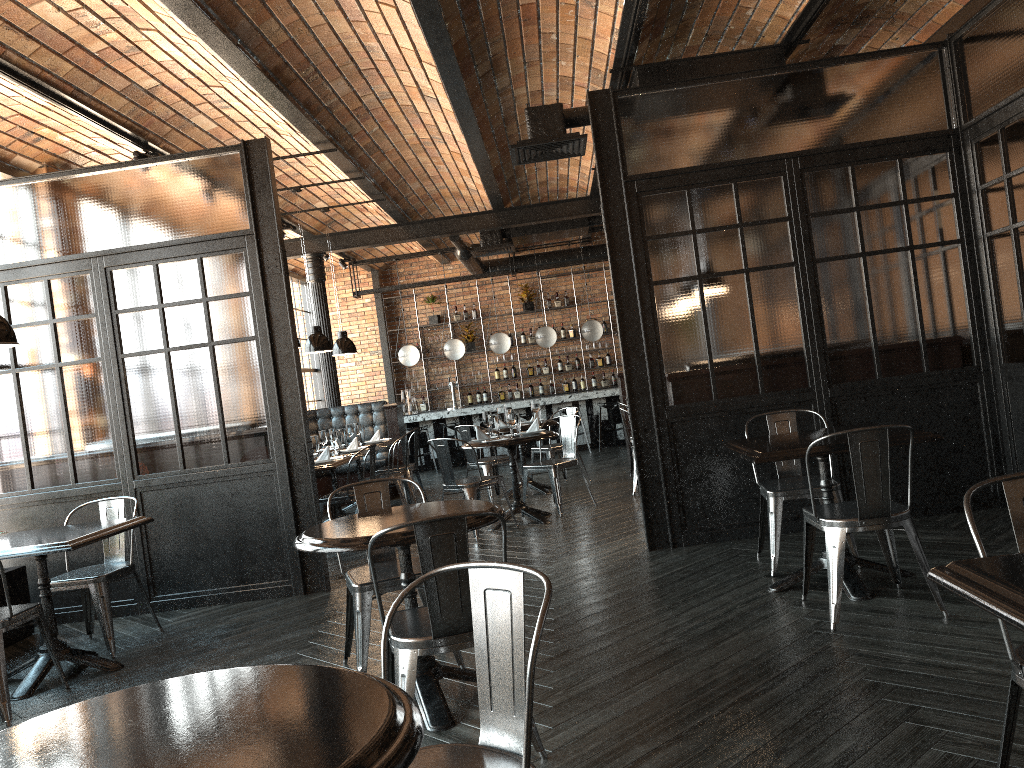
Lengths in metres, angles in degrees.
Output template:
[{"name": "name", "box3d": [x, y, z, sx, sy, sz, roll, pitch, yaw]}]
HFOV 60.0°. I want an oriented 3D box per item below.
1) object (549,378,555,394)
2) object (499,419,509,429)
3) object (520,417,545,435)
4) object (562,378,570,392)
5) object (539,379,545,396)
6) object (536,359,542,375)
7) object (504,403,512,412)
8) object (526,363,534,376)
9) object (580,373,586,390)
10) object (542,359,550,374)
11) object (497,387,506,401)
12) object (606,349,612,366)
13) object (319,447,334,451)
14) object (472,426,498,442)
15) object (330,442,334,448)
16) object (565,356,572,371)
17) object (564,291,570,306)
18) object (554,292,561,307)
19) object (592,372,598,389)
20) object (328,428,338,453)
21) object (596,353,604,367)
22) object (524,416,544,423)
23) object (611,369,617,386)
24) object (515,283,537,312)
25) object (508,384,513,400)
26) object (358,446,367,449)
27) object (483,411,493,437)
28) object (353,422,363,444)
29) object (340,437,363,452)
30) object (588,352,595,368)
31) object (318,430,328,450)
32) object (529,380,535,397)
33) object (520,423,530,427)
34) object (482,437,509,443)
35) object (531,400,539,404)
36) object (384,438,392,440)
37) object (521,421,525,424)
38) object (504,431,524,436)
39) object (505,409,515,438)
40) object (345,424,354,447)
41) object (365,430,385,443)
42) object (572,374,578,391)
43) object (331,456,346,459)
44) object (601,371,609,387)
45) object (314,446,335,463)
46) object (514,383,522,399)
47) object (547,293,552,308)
[{"name": "object", "box3d": [0.703, 0.039, 15.790, 0.083, 0.282, 0.083, -8, 0, -12]}, {"name": "object", "box3d": [-0.107, 0.403, 9.448, 0.232, 0.139, 0.232, -8, 0, -43]}, {"name": "object", "box3d": [0.176, 0.374, 7.876, 0.232, 0.139, 0.232, -8, 0, -42]}, {"name": "object", "box3d": [0.963, 0.022, 15.776, 0.151, 0.248, 0.094, -8, 0, 12]}, {"name": "object", "box3d": [0.521, 0.055, 15.807, 0.086, 0.298, 0.086, -8, 0, -38]}, {"name": "object", "box3d": [0.471, -0.297, 15.798, 0.083, 0.282, 0.083, -8, 0, 3]}, {"name": "object", "box3d": [-0.033, 0.333, 9.734, 0.092, 0.244, 0.092, -8, 0, 2]}, {"name": "object", "box3d": [0.321, -0.258, 15.806, 0.151, 0.248, 0.094, -8, 0, -8]}, {"name": "object", "box3d": [1.257, -0.042, 15.760, 0.080, 0.299, 0.080, -8, 0, 5]}, {"name": "object", "box3d": [0.608, -0.312, 15.777, 0.123, 0.279, 0.123, -8, 0, 17]}, {"name": "object", "box3d": [-0.186, 0.176, 15.837, 0.151, 0.248, 0.094, -8, 0, -8]}, {"name": "object", "box3d": [1.711, -0.469, 15.745, 0.086, 0.298, 0.086, -8, 0, -38]}, {"name": "object", "box3d": [-1.997, 0.709, 9.788, 0.255, 0.019, 0.157, -8, 0, 3]}, {"name": "object", "box3d": [-0.244, 0.431, 7.734, 0.232, 0.139, 0.232, -8, 0, -1]}, {"name": "object", "box3d": [-1.994, 0.652, 10.011, 0.232, 0.139, 0.232, -8, 0, -3]}, {"name": "object", "box3d": [0.998, -0.365, 15.756, 0.123, 0.279, 0.123, -8, 0, -8]}, {"name": "object", "box3d": [0.968, -1.517, 15.757, 0.083, 0.282, 0.083, -8, 0, -12]}, {"name": "object", "box3d": [0.812, -1.494, 15.767, 0.123, 0.279, 0.123, -8, 0, 7]}, {"name": "object", "box3d": [1.459, -0.070, 15.757, 0.086, 0.298, 0.086, -8, 0, -38]}, {"name": "object", "box3d": [-1.808, 0.574, 8.982, 0.092, 0.244, 0.092, -8, 0, -36]}, {"name": "object", "box3d": [1.561, -0.424, 15.740, 0.151, 0.248, 0.094, -8, 0, 12]}, {"name": "object", "box3d": [0.238, 0.355, 9.727, 0.232, 0.139, 0.232, -8, 0, -27]}, {"name": "object", "box3d": [1.806, -0.117, 15.735, 0.086, 0.299, 0.086, -8, 0, -38]}, {"name": "object", "box3d": [0.258, -1.545, 15.830, 0.425, 0.526, 0.430, -8, 0, 5]}, {"name": "object", "box3d": [-0.035, 0.138, 15.830, 0.083, 0.282, 0.083, -8, 0, 3]}, {"name": "object", "box3d": [-1.580, 0.657, 9.127, 0.255, 0.019, 0.157, -8, 0, 3]}, {"name": "object", "box3d": [-0.211, 0.366, 7.923, 0.092, 0.244, 0.092, -8, 0, -34]}, {"name": "object", "box3d": [-1.751, 0.560, 10.093, 0.092, 0.244, 0.092, -8, 0, -36]}, {"name": "object", "box3d": [-1.612, 0.607, 8.871, 0.232, 0.139, 0.232, -8, 0, 0]}, {"name": "object", "box3d": [1.407, -0.421, 15.748, 0.083, 0.282, 0.083, -8, 0, -12]}, {"name": "object", "box3d": [-1.854, 0.582, 8.723, 0.092, 0.244, 0.092, -7, 0, 42]}, {"name": "object", "box3d": [0.341, 0.079, 15.784, 0.086, 0.297, 0.086, -7, 0, 37]}, {"name": "object", "box3d": [0.087, 0.433, 9.361, 0.157, 0.019, 0.255, -7, 0, 33]}, {"name": "object", "box3d": [-0.124, 0.471, 7.545, 0.255, 0.019, 0.157, -8, 0, -17]}, {"name": "object", "box3d": [0.257, 0.295, 9.534, 0.092, 0.244, 0.092, -8, 0, 2]}, {"name": "object", "box3d": [-1.523, 0.644, 10.238, 0.255, 0.019, 0.157, -8, 0, 3]}, {"name": "object", "box3d": [0.076, 0.432, 9.866, 0.255, 0.019, 0.157, -8, 0, -37]}, {"name": "object", "box3d": [0.037, 0.447, 8.024, 0.255, 0.019, 0.157, -8, 0, -37]}, {"name": "object", "box3d": [-0.006, 0.340, 7.635, 0.092, 0.244, 0.092, -8, 0, 0]}, {"name": "object", "box3d": [-1.797, 0.568, 9.834, 0.092, 0.244, 0.092, -8, 0, -36]}, {"name": "object", "box3d": [-1.554, 0.594, 9.981, 0.232, 0.139, 0.232, -8, 0, 0]}, {"name": "object", "box3d": [1.114, -0.023, 15.782, 0.086, 0.298, 0.086, -8, 0, -38]}, {"name": "object", "box3d": [-1.636, 0.671, 8.037, 0.255, 0.019, 0.157, -8, 0, 3]}, {"name": "object", "box3d": [1.639, -0.083, 15.727, 0.123, 0.279, 0.123, -8, 0, -8]}, {"name": "object", "box3d": [-1.668, 0.621, 7.781, 0.232, 0.139, 0.232, -8, 0, 0]}, {"name": "object", "box3d": [0.101, 0.122, 15.809, 0.123, 0.279, 0.123, -8, 0, 17]}, {"name": "object", "box3d": [0.658, -1.476, 15.774, 0.083, 0.282, 0.083, -8, 0, 3]}]
